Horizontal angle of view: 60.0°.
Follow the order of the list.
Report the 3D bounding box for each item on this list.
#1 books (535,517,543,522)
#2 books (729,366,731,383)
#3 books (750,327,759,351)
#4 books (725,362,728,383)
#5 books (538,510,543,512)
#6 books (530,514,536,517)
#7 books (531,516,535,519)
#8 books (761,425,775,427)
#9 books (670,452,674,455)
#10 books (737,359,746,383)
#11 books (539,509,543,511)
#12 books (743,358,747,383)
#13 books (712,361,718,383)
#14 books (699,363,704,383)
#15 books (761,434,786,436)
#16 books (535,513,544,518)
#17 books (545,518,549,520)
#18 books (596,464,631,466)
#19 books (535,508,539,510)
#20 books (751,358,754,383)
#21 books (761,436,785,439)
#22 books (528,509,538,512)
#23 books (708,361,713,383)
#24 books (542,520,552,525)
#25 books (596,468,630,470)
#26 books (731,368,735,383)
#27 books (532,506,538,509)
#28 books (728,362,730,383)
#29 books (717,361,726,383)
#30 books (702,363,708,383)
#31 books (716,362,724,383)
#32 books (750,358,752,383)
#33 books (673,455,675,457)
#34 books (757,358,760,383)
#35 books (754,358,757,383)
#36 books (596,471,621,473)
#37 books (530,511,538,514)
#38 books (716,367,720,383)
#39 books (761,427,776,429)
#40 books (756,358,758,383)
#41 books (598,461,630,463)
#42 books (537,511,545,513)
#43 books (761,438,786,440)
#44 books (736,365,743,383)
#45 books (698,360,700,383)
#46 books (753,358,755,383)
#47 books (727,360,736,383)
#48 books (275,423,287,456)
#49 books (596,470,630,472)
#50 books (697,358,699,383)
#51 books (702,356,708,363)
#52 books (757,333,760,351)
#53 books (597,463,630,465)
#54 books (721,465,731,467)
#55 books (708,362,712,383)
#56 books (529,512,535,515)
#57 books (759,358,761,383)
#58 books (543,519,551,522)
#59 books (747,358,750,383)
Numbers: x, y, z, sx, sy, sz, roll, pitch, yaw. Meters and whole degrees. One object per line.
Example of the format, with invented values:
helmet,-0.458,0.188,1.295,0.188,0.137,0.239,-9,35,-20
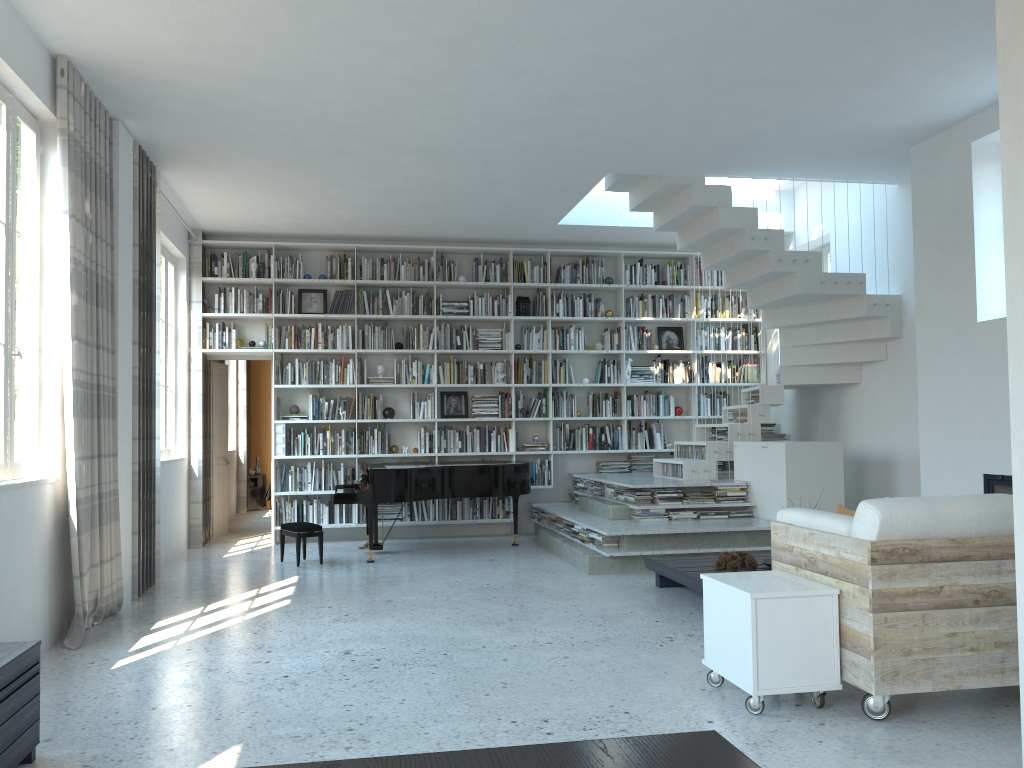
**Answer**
books,0.363,1.433,9.386,0.189,0.030,0.238,0,-3,-11
books,2.501,-0.100,10.282,0.014,0.207,0.138,0,-3,-11
books,2.815,-0.513,10.335,0.042,0.292,0.186,0,-3,-11
books,2.464,-0.124,10.270,0.012,0.254,0.161,0,-3,-11
books,0.380,1.348,9.392,0.126,0.005,0.290,0,-3,-16
books,0.307,1.433,9.674,0.179,0.012,0.261,0,-3,-8
books,0.318,1.456,9.675,0.171,0.016,0.241,0,-3,-11
books,2.787,0.470,9.863,0.232,0.025,0.123,0,-3,-14
books,1.946,0.793,10.091,0.204,0.035,0.267,0,-3,-10
books,2.645,-0.143,10.288,0.072,0.291,0.169,0,-3,-11
books,0.385,1.339,9.394,0.135,0.014,0.297,0,-3,-10
books,2.682,-0.145,10.295,0.033,0.294,0.169,0,-3,-11
books,2.311,-0.128,10.218,0.056,0.261,0.176,0,-3,-11
books,2.165,-0.114,10.220,0.066,0.236,0.144,0,-3,-11
books,2.822,0.555,9.655,0.267,0.026,0.161,0,-3,-6
books,0.354,1.392,9.386,0.191,0.028,0.213,0,-3,-7
books,0.437,1.386,9.088,0.149,0.007,0.300,0,-3,-11
books,1.136,0.905,9.967,0.345,0.007,0.193,0,-3,-16
books,0.334,1.359,9.682,0.133,0.017,0.231,0,-3,-10
books,2.760,-0.146,10.305,0.018,0.293,0.169,0,-3,-11
books,2.823,0.580,9.649,0.234,0.025,0.157,0,-3,-15
books,0.299,1.374,9.675,0.191,0.013,0.243,0,-3,-15
books,2.270,-0.129,10.223,0.022,0.265,0.157,0,-3,-11
books,0.418,1.417,9.083,0.177,0.026,0.230,0,-3,-8
books,1.132,0.951,9.974,0.345,0.007,0.193,0,-3,-13
books,2.527,-0.089,10.246,0.024,0.181,0.191,0,-3,-11
books,0.319,1.343,9.680,0.158,0.014,0.234,0,-3,-13
books,2.482,-0.121,10.277,0.025,0.248,0.134,0,-2,-11
books,2.423,-0.127,10.255,0.029,0.259,0.171,0,-3,-11
books,2.213,-0.119,10.202,0.022,0.243,0.171,0,-3,-11
books,2.400,-0.121,10.240,0.022,0.247,0.181,0,-3,-11
books,2.741,-0.146,10.306,0.018,0.293,0.169,0,-3,-11
books,1.961,0.821,10.093,0.159,0.012,0.285,0,-3,-15
books,2.833,-0.147,10.312,0.018,0.293,0.169,0,-3,-11
books,2.796,-0.146,10.311,0.018,0.293,0.169,0,-3,-11
books,1.132,0.988,9.966,0.345,0.007,0.193,0,-3,-7
books,0.307,1.398,9.676,0.188,0.009,0.211,0,-3,-12
books,2.350,-0.092,10.224,0.023,0.189,0.169,0,-3,-11
books,2.790,0.489,9.851,0.235,0.014,0.155,0,-3,-10
books,2.813,-0.146,10.319,0.018,0.293,0.169,0,-3,-11
books,1.134,0.876,9.977,0.345,0.007,0.193,0,-3,-9
books,0.371,1.355,9.390,0.160,0.009,0.291,0,-3,-9
books,2.821,0.599,9.659,0.278,0.012,0.177,0,-3,-7
books,2.606,-0.103,10.277,0.088,0.217,0.167,0,-3,-11
books,2.127,-0.135,10.215,0.010,0.279,0.147,0,-2,-11
books,2.777,-0.146,10.312,0.018,0.293,0.169,0,-3,-11
books,2.546,-0.136,10.279,0.026,0.277,0.170,0,-3,-11
books,-2.420,0.582,9.284,0.106,0.340,0.307,0,-3,-11
books,1.132,0.973,9.964,0.345,0.007,0.193,0,-3,-6
books,2.109,-0.142,10.202,0.010,0.293,0.164,0,-3,-11
books,2.226,-0.157,10.224,0.012,0.322,0.141,0,-2,-11
books,2.846,-0.476,10.341,0.021,0.219,0.184,0,-3,-11
books,1.134,0.898,9.976,0.345,0.007,0.193,0,-3,-9
books,2.605,0.943,10.246,0.327,0.008,0.207,0,-3,-8
books,2.249,-0.120,10.207,0.026,0.245,0.181,0,-3,-11
books,0.305,1.408,9.675,0.177,0.012,0.278,0,-3,-15
books,2.849,-0.146,10.326,0.018,0.293,0.169,0,-3,-11
books,0.424,1.397,9.085,0.172,0.014,0.221,0,-3,-10
books,2.708,-0.146,10.285,0.018,0.293,0.169,0,-3,-11
